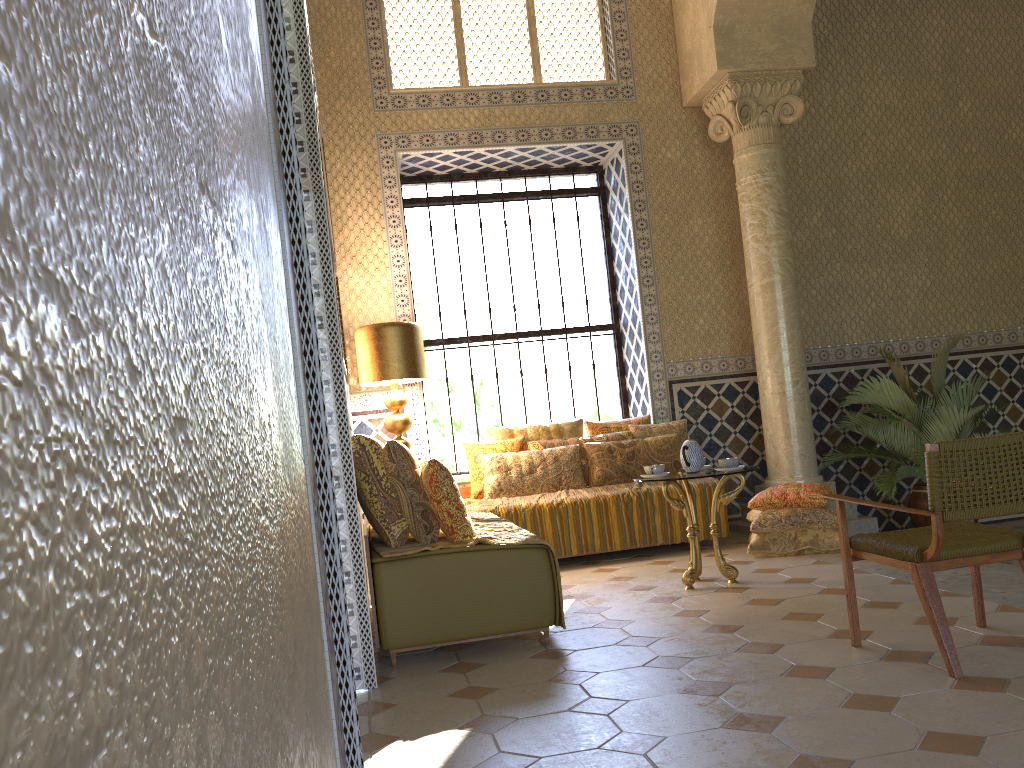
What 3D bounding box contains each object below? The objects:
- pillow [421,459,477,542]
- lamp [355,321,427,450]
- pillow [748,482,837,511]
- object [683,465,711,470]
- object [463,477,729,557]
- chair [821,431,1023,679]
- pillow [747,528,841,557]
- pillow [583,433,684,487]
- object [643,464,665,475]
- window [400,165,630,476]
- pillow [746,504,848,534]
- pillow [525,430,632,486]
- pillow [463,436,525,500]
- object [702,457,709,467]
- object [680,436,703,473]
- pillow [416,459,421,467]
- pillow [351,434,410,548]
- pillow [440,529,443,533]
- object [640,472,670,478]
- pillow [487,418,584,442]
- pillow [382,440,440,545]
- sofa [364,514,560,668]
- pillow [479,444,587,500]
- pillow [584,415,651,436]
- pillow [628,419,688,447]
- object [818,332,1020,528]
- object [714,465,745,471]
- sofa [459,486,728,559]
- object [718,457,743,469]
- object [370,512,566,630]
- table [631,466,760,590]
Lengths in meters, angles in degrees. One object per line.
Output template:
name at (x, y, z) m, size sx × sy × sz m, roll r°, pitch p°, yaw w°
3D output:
pillow at (-0.466, 0.850, 6.372) m, size 0.344 × 0.651 × 0.686 m, roll -6°, pitch -2°, yaw -10°
lamp at (-1.216, 0.761, 9.725) m, size 0.735 × 2.813 × 0.739 m, roll -6°, pitch 0°, yaw -41°
pillow at (2.897, 1.181, 9.140) m, size 0.806 × 0.310 × 0.747 m, roll -7°, pitch -3°, yaw 24°
object at (1.692, 0.770, 8.110) m, size 0.255 × 0.032 × 0.256 m, roll -4°, pitch -4°, yaw -31°
object at (0.853, 1.514, 10.090) m, size 2.883 × 0.717 × 1.317 m, roll -6°, pitch -3°, yaw -9°
chair at (2.447, 0.903, 5.010) m, size 0.949 × 1.209 × 0.908 m, roll -6°, pitch -1°, yaw -10°
pillow at (2.941, 1.590, 9.157) m, size 0.992 × 0.368 × 1.042 m, roll -7°, pitch -3°, yaw 15°
pillow at (1.445, 0.898, 10.291) m, size 1.190 × 0.546 × 0.329 m, roll -6°, pitch -1°, yaw -9°
object at (1.238, 0.756, 7.677) m, size 0.183 × 0.100 × 0.183 m, roll -5°, pitch -3°, yaw -28°
window at (-2.660, -0.590, 10.982) m, size 8.472 × 3.989 × 0.575 m, roll -5°, pitch 0°, yaw -13°
pillow at (2.902, 1.391, 9.145) m, size 0.932 × 0.347 × 0.880 m, roll -7°, pitch -3°, yaw 11°
pillow at (0.836, 0.914, 10.412) m, size 1.340 × 0.615 × 0.371 m, roll -6°, pitch -1°, yaw -9°
pillow at (-0.160, 0.982, 10.266) m, size 0.740 × 0.693 × 0.341 m, roll -6°, pitch -1°, yaw -9°
object at (1.688, 0.733, 8.109) m, size 0.183 × 0.100 × 0.183 m, roll -5°, pitch -3°, yaw -21°
object at (1.573, 0.617, 7.775) m, size 0.272 × 0.323 × 0.199 m, roll -6°, pitch -1°, yaw -20°
pillow at (-0.798, 0.874, 7.217) m, size 0.340 × 0.693 × 0.742 m, roll -6°, pitch -2°, yaw -9°
pillow at (-0.994, 0.786, 6.658) m, size 0.422 × 0.832 × 1.195 m, roll -6°, pitch -2°, yaw -10°
pillow at (-0.564, 1.003, 7.165) m, size 0.271 × 0.450 × 0.985 m, roll -6°, pitch -3°, yaw -10°
object at (1.242, 0.794, 7.677) m, size 0.255 × 0.032 × 0.256 m, roll -4°, pitch -4°, yaw -31°
pillow at (0.347, 0.868, 10.574) m, size 1.191 × 0.832 × 0.423 m, roll -6°, pitch -1°, yaw -9°
pillow at (-0.756, 0.791, 6.471) m, size 0.383 × 0.780 × 0.836 m, roll -6°, pitch -2°, yaw -9°
sofa at (-0.535, 1.513, 7.347) m, size 1.272 × 0.936 × 2.856 m, roll -6°, pitch -3°, yaw -10°
pillow at (0.243, 1.015, 10.090) m, size 1.190 × 0.546 × 0.329 m, roll -6°, pitch -1°, yaw -9°
pillow at (1.357, 0.803, 10.801) m, size 0.855 × 0.800 × 0.394 m, roll -6°, pitch -1°, yaw -9°
pillow at (1.809, 0.790, 10.595) m, size 0.740 × 0.693 × 0.341 m, roll -6°, pitch -1°, yaw -9°
object at (5.024, 0.658, 10.267) m, size 2.636 × 2.501 × 2.171 m, roll -5°, pitch -2°, yaw -23°
object at (1.843, 0.719, 7.491) m, size 0.255 × 0.032 × 0.256 m, roll -5°, pitch -3°, yaw -13°
sofa at (0.882, 1.524, 10.158) m, size 2.846 × 0.937 × 1.276 m, roll -6°, pitch -2°, yaw -10°
object at (1.840, 0.681, 7.491) m, size 0.183 × 0.100 × 0.184 m, roll -6°, pitch -3°, yaw -13°
object at (-0.474, 1.498, 7.345) m, size 1.313 × 0.717 × 2.893 m, roll -6°, pitch -3°, yaw -10°
table at (1.645, 1.261, 7.733) m, size 1.103 × 0.980 × 1.099 m, roll -7°, pitch -2°, yaw 20°
